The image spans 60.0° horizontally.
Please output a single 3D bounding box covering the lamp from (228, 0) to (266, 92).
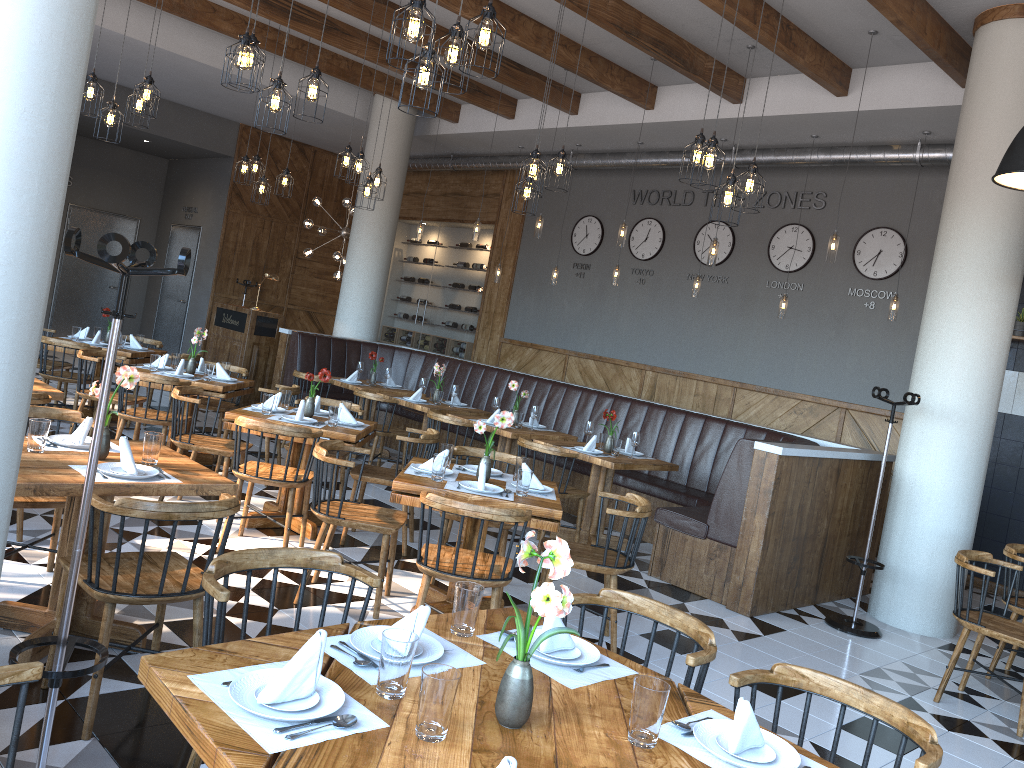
[{"bbox_3d":[-1.350,-2.714,5.050,0.174,2.069,0.175,10,1,-26],"label":"lamp"}]

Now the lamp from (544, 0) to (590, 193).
[{"bbox_3d":[0.510,-2.473,6.628,0.175,2.069,0.175,10,1,16],"label":"lamp"}]

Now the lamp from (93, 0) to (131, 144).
[{"bbox_3d":[-2.848,-2.839,6.609,0.176,2.069,0.174,11,1,40],"label":"lamp"}]

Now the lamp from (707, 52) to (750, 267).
[{"bbox_3d":[1.951,-2.022,7.907,0.078,1.963,0.078,10,1,-5],"label":"lamp"}]

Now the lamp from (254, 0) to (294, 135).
[{"bbox_3d":[-1.178,-2.444,4.969,0.174,2.069,0.175,10,1,-26],"label":"lamp"}]

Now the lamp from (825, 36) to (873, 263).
[{"bbox_3d":[2.734,-1.943,7.115,0.078,1.963,0.078,11,1,21],"label":"lamp"}]

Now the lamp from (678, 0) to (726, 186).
[{"bbox_3d":[1.299,-2.263,5.457,0.174,2.069,0.175,10,1,-27],"label":"lamp"}]

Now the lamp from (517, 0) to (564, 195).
[{"bbox_3d":[0.304,-2.390,6.303,0.174,2.069,0.175,10,1,-17],"label":"lamp"}]

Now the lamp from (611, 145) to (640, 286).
[{"bbox_3d":[1.393,-2.143,10.561,0.078,1.963,0.078,10,1,-10],"label":"lamp"}]

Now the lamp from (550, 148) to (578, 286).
[{"bbox_3d":[0.697,-2.223,11.266,0.078,1.963,0.078,11,1,31],"label":"lamp"}]

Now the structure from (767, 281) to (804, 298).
[{"bbox_3d":[3.070,-1.051,10.001,0.021,0.199,0.445,9,3,-45],"label":"structure"}]

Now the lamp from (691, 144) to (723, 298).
[{"bbox_3d":[2.184,-1.919,9.737,0.078,1.963,0.078,9,1,-37],"label":"lamp"}]

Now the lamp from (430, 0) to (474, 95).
[{"bbox_3d":[-0.119,-2.378,4.064,0.175,2.069,0.175,10,1,20],"label":"lamp"}]

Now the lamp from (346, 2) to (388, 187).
[{"bbox_3d":[-1.216,-2.800,7.912,0.175,2.069,0.175,10,1,17],"label":"lamp"}]

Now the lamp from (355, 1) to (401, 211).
[{"bbox_3d":[-1.173,-2.628,8.117,0.175,2.069,0.174,11,1,28],"label":"lamp"}]

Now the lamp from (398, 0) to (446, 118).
[{"bbox_3d":[-0.232,-2.210,3.868,0.175,2.069,0.174,11,1,31],"label":"lamp"}]

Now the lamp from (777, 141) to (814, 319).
[{"bbox_3d":[2.903,-1.630,8.975,0.078,1.963,0.078,10,1,-5],"label":"lamp"}]

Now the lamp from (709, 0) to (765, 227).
[{"bbox_3d":[1.472,-1.993,5.381,0.174,2.069,0.175,10,1,-27],"label":"lamp"}]

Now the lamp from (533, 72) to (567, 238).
[{"bbox_3d":[0.441,-2.536,9.493,0.078,1.963,0.078,10,1,-10],"label":"lamp"}]

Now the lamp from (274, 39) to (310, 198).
[{"bbox_3d":[-2.299,-3.047,9.557,0.174,2.069,0.176,10,1,-34],"label":"lamp"}]

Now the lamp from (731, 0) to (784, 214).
[{"bbox_3d":[1.645,-2.105,5.540,0.175,2.069,0.174,11,1,30],"label":"lamp"}]

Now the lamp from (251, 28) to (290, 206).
[{"bbox_3d":[-2.526,-2.950,9.479,0.175,2.069,0.175,10,1,-1],"label":"lamp"}]

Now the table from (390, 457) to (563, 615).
[{"bbox_3d":[-0.230,0.901,4.789,0.864,0.763,0.865,10,2,0],"label":"table"}]

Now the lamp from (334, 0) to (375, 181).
[{"bbox_3d":[-1.354,-2.891,8.056,0.175,2.069,0.174,11,1,28],"label":"lamp"}]

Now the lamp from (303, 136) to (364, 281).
[{"bbox_3d":[-2.427,-2.632,13.283,1.187,2.190,1.161,10,1,6],"label":"lamp"}]

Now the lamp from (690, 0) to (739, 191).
[{"bbox_3d":[1.329,-2.189,5.254,0.174,2.069,0.176,9,1,-38],"label":"lamp"}]

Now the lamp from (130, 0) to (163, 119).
[{"bbox_3d":[-2.580,-3.026,6.618,0.176,2.069,0.174,11,1,40],"label":"lamp"}]

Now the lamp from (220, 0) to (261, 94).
[{"bbox_3d":[-1.323,-2.639,4.846,0.174,2.069,0.176,9,1,-37],"label":"lamp"}]

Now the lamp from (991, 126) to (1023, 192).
[{"bbox_3d":[2.406,-1.764,3.725,0.392,1.863,0.389,11,1,33],"label":"lamp"}]

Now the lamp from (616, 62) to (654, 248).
[{"bbox_3d":[1.232,-2.311,8.669,0.078,1.963,0.078,10,1,-26],"label":"lamp"}]

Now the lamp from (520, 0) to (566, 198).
[{"bbox_3d":[0.325,-2.455,6.737,0.175,2.069,0.175,10,1,5],"label":"lamp"}]

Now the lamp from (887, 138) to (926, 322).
[{"bbox_3d":[3.686,-1.551,8.183,0.078,1.963,0.078,11,1,21],"label":"lamp"}]

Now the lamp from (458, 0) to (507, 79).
[{"bbox_3d":[0.032,-2.399,3.912,0.175,2.069,0.174,11,1,31],"label":"lamp"}]

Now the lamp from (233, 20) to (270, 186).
[{"bbox_3d":[-2.704,-3.157,9.441,0.175,2.069,0.175,10,1,-12],"label":"lamp"}]

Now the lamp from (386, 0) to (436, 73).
[{"bbox_3d":[-0.252,-2.333,3.649,0.175,2.069,0.175,10,1,-2],"label":"lamp"}]

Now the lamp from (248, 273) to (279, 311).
[{"bbox_3d":[-3.063,-1.002,10.868,0.170,0.756,0.444,11,2,20],"label":"lamp"}]

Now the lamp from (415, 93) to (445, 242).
[{"bbox_3d":[-0.989,-2.732,10.948,0.078,1.963,0.078,10,1,-13],"label":"lamp"}]

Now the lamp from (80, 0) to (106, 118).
[{"bbox_3d":[-2.900,-2.969,6.398,0.175,2.069,0.175,10,1,6],"label":"lamp"}]

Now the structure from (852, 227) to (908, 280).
[{"bbox_3d":[3.844,-1.364,9.265,0.046,0.560,0.563,9,2,-45],"label":"structure"}]

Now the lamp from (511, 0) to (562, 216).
[{"bbox_3d":[0.266,-2.277,6.526,0.175,2.069,0.175,10,1,16],"label":"lamp"}]

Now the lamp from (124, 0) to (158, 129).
[{"bbox_3d":[-2.707,-3.001,6.790,0.175,2.069,0.174,11,1,29],"label":"lamp"}]

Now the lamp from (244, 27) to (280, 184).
[{"bbox_3d":[-2.643,-3.215,9.642,0.175,2.069,0.175,10,1,-1],"label":"lamp"}]

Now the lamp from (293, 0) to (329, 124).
[{"bbox_3d":[-1.002,-2.554,5.126,0.175,2.069,0.174,11,1,31],"label":"lamp"}]

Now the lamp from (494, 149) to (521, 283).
[{"bbox_3d":[-0.037,-2.339,12.016,0.078,1.963,0.078,10,1,-13],"label":"lamp"}]

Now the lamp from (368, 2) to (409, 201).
[{"bbox_3d":[-1.117,-2.764,8.334,0.175,2.069,0.175,10,1,-5],"label":"lamp"}]

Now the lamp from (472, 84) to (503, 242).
[{"bbox_3d":[-0.255,-2.616,10.198,0.078,1.963,0.078,11,1,31],"label":"lamp"}]
